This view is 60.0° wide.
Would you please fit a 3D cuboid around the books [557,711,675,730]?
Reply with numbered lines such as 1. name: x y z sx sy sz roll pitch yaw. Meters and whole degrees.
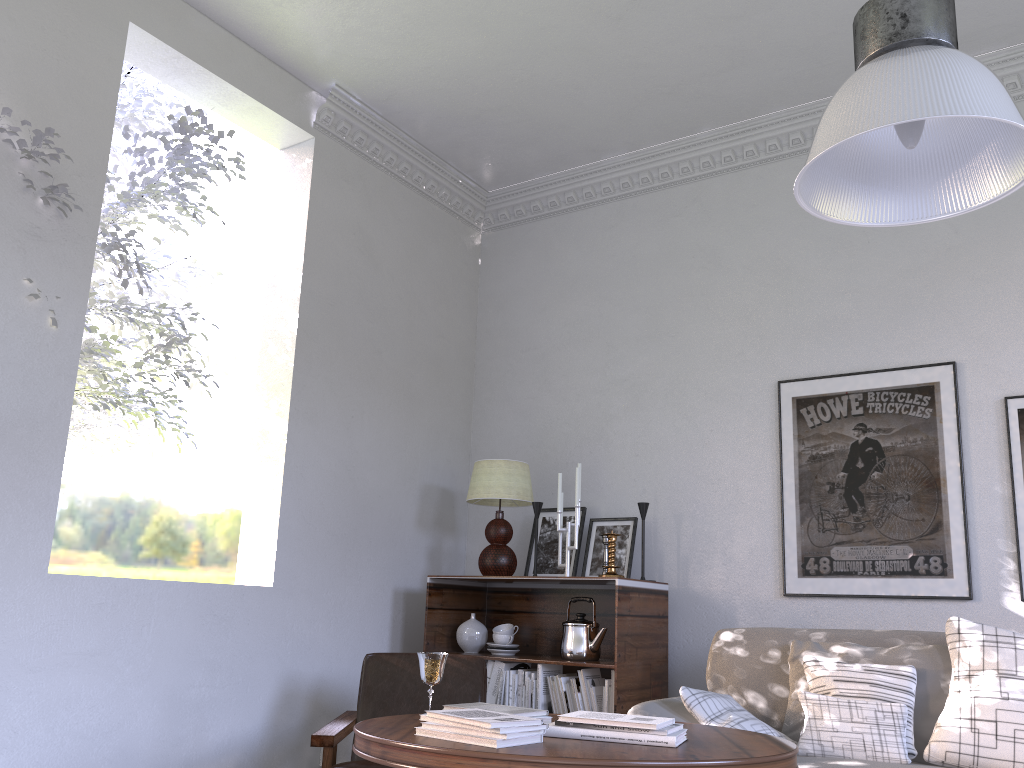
1. books: 0.219 0.704 1.859 0.214 0.010 0.137 -5 -16 24

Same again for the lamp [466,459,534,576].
1. lamp: -0.049 0.530 3.441 0.267 0.443 0.270 0 -13 9

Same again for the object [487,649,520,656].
1. object: -0.032 0.988 3.263 0.121 0.020 0.122 4 -15 -6

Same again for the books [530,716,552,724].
1. books: -0.033 0.783 2.085 0.148 0.017 0.231 12 -18 -33

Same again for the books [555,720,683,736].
1. books: 0.227 0.718 1.867 0.240 0.010 0.136 -5 -16 24

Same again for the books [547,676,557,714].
1. books: 0.179 1.097 3.015 0.064 0.200 0.132 -6 -15 33

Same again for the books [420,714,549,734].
1. books: -0.060 0.686 1.798 0.241 0.010 0.136 -12 -20 44

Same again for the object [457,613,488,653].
1. object: -0.151 0.945 3.358 0.122 0.146 0.112 -6 -15 30

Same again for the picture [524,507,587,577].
1. picture: 0.170 0.638 3.525 0.231 0.298 0.096 -7 -15 33

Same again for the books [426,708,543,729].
1. books: -0.060 0.671 1.781 0.137 0.011 0.217 14 -19 -38

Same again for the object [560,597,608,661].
1. object: 0.263 0.859 3.103 0.191 0.221 0.144 -4 -14 24

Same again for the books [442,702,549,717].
1. books: -0.040 0.767 2.083 0.214 0.011 0.137 -10 -19 39

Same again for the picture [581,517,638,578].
1. picture: 0.371 0.633 3.382 0.202 0.250 0.081 -7 -15 33

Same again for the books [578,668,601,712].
1. books: 0.281 1.071 2.955 0.078 0.231 0.127 -6 -15 33

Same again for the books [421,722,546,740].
1. books: -0.059 0.693 1.785 0.214 0.010 0.137 -8 -18 34

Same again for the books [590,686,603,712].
1. books: 0.308 1.095 2.936 0.055 0.176 0.116 -6 -15 33

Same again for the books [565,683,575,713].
1. books: 0.231 1.100 2.980 0.061 0.183 0.121 -6 -15 33

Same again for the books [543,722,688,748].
1. books: 0.218 0.734 1.864 0.279 0.021 0.150 -3 -15 20

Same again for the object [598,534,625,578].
1. object: 0.349 0.597 3.102 0.096 0.170 0.096 12 -16 -36

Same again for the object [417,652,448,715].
1. object: -0.197 0.730 2.152 0.076 0.147 0.077 -5 -15 29

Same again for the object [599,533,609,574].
1. object: 0.339 0.620 3.193 0.062 0.170 0.062 0 -13 10

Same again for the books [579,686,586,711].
1. books: 0.275 1.097 2.953 0.056 0.176 0.116 -6 -15 33

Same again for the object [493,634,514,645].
1. object: -0.032 0.949 3.272 0.079 0.049 0.083 1 -14 7

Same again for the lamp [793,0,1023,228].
1. lamp: 0.633 -0.600 1.436 0.357 0.578 0.356 9 -15 -28

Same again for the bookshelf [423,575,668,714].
1. bookshelf: 0.110 1.108 3.190 0.800 0.793 0.404 -7 -16 33

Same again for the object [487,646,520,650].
1. object: -0.031 0.979 3.265 0.121 0.020 0.122 4 -15 -6

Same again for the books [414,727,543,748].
1. books: -0.068 0.704 1.780 0.222 0.015 0.143 -10 -19 39

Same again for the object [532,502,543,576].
1. object: 0.091 0.589 3.330 0.095 0.286 0.095 11 -15 -33

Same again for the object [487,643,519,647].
1. object: -0.034 0.969 3.269 0.121 0.024 0.122 -9 -18 37

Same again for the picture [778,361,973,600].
1. picture: 1.206 0.332 3.003 0.590 0.766 0.019 -7 -15 33

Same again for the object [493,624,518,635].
1. object: -0.031 0.921 3.278 0.079 0.067 0.083 14 -18 -40

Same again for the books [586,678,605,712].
1. books: 0.300 1.085 2.948 0.061 0.197 0.115 -6 -15 33

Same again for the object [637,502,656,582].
1. object: 0.478 0.578 3.230 0.095 0.286 0.095 11 -15 -33

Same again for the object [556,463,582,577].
1. object: 0.205 0.490 3.203 0.101 0.420 0.102 -2 -13 17

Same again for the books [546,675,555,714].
1. books: 0.176 1.102 3.031 0.064 0.200 0.132 -6 -15 33

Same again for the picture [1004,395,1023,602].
1. picture: 1.761 0.325 2.625 0.487 0.633 0.019 -7 -15 33
